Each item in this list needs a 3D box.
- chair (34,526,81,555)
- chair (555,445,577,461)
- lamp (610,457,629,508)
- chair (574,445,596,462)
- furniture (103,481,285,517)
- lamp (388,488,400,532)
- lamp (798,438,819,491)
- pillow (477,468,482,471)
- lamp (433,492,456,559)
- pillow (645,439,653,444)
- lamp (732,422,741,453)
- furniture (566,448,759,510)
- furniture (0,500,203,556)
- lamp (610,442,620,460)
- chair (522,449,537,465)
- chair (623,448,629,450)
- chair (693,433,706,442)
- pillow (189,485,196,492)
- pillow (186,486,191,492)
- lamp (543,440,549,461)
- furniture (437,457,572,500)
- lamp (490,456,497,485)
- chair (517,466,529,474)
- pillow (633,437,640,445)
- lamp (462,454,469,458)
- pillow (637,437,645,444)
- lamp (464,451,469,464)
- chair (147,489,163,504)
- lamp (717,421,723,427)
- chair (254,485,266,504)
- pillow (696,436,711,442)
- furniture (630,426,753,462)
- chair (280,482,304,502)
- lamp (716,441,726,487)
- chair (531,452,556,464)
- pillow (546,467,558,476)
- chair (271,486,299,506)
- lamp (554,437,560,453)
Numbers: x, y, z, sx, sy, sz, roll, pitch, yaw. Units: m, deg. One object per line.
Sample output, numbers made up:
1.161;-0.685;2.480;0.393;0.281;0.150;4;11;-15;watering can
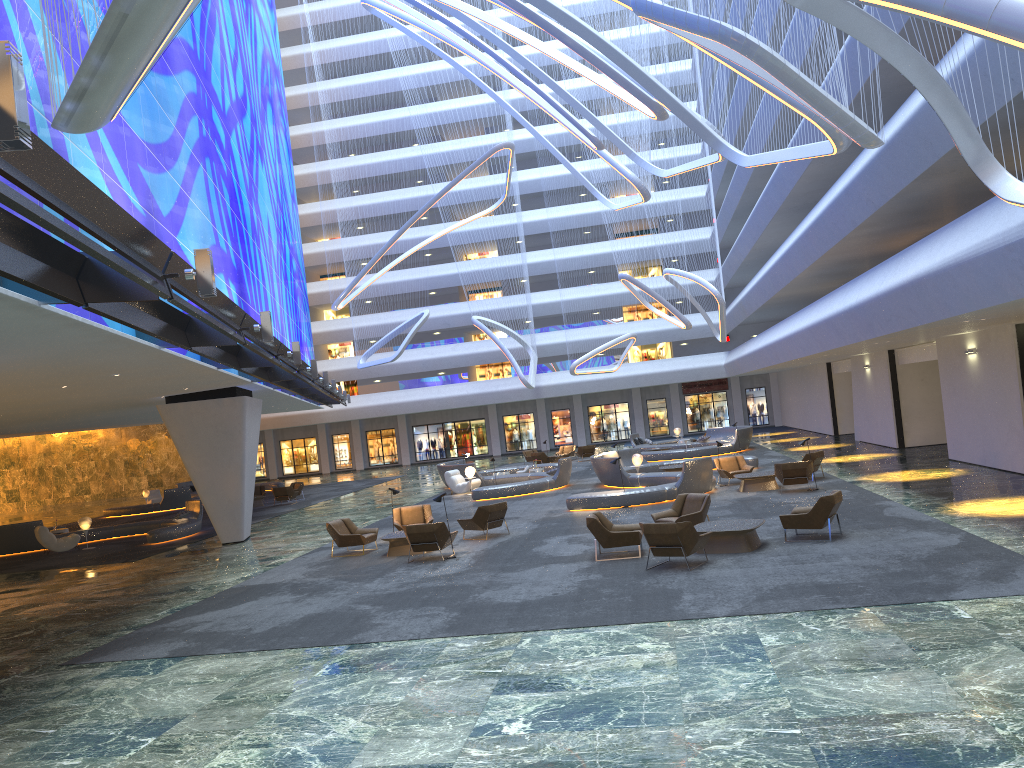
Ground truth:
-14.003;4.746;27.332;1.155;0.882;0.730;-5;-1;-37;chair
2.769;3.524;44.921;0.931;0.766;0.937;-7;-1;27;chair
2.725;2.503;22.544;0.384;1.300;0.201;-6;0;26;lamp
3.614;3.370;43.150;0.928;0.766;0.940;-6;-1;-13;chair
-16.112;5.499;44.923;5.193;0.969;9.916;-7;-2;26;furniture
-2.709;3.045;20.629;0.202;1.300;0.383;-6;0;25;lamp
7.260;1.969;21.754;0.384;1.300;0.201;-6;0;26;lamp
-1.579;3.648;37.541;0.442;0.207;0.445;-5;-2;-30;pillow
-1.326;2.782;17.413;0.384;1.300;0.201;-6;0;26;lamp
6.840;2.924;45.176;0.683;0.280;0.876;-5;-2;-44;pillow
9.422;2.248;37.151;0.201;1.300;0.385;-6;0;-32;lamp
4.190;2.626;26.985;5.193;0.969;9.916;-7;-2;26;furniture
-14.593;4.794;29.076;9.942;0.969;5.180;-7;-2;26;furniture
3.655;2.675;30.741;0.384;1.300;0.201;-6;0;26;lamp
1.085;3.703;44.642;0.928;0.766;0.940;-6;-1;-38;chair
5.557;3.242;41.849;0.588;0.501;0.490;-7;-1;43;chair
9.287;2.716;42.542;0.940;0.766;0.928;-7;-2;42;chair
-17.081;5.620;47.923;0.315;0.386;0.784;-7;-2;25;pillow
-17.278;5.606;47.018;0.281;0.417;0.759;-6;-1;2;pillow
1.628;3.268;41.566;0.201;1.300;0.385;-6;0;-29;lamp
-0.435;3.360;33.461;5.185;0.969;9.931;-6;-2;1;furniture
-0.597;3.152;30.775;0.201;1.300;0.384;-6;0;-16;lamp
-0.029;3.669;36.019;1.782;0.501;0.586;-5;-1;-27;chair
6.374;2.900;44.918;0.295;0.369;0.768;-7;-2;21;pillow
-1.857;3.472;36.083;0.384;1.300;0.202;-6;0;2;lamp
6.582;2.852;44.920;0.315;0.386;0.784;-7;-2;24;pillow
-1.926;3.561;38.496;0.201;1.300;0.385;-6;0;-37;lamp
-17.837;5.749;44.337;0.727;0.882;1.159;-6;-1;-37;chair
9.762;2.346;41.195;0.384;1.300;0.202;-6;0;8;lamp
-11.232;4.881;38.767;0.928;0.766;0.940;-6;-1;-18;chair
8.910;2.537;41.227;0.691;0.262;0.879;-5;-2;-29;pillow
8.268;2.662;41.562;5.187;0.969;9.928;-7;-2;5;furniture
-9.553;4.683;38.454;0.937;0.766;0.931;-5;-2;-43;chair
5.877;2.232;24.970;0.202;1.300;0.383;-6;0;25;lamp
1.453;3.567;41.843;0.937;0.766;0.931;-5;-1;-40;chair
1.604;2.990;30.485;0.693;0.262;0.876;-7;-2;17;pillow
-9.356;4.595;36.500;0.930;0.766;0.938;-7;-1;7;chair
2.338;3.304;44.996;0.383;1.300;0.202;-6;0;-30;lamp
